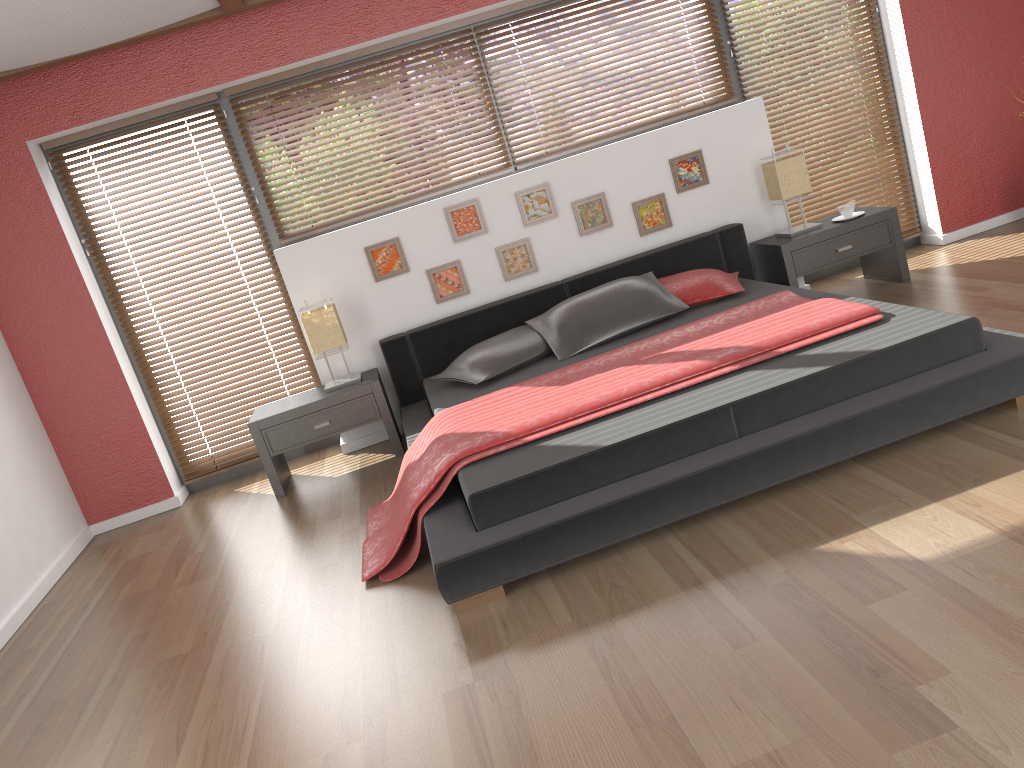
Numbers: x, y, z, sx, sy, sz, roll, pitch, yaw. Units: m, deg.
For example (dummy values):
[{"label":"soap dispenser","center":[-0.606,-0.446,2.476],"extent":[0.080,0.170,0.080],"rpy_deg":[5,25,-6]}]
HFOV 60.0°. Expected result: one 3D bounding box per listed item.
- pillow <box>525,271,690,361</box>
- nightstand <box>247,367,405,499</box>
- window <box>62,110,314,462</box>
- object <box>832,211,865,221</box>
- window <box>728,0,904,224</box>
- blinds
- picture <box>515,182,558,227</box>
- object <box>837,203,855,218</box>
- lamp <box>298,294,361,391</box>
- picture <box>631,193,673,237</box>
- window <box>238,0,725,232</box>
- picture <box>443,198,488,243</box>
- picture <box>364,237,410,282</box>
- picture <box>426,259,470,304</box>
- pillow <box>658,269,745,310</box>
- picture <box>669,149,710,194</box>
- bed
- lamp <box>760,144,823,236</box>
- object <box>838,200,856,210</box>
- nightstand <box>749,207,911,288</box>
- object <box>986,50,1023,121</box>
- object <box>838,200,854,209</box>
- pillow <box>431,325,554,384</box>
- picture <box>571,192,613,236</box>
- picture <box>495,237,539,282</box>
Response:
[{"label":"pillow","center":[0.470,-0.366,4.476],"extent":[0.744,0.241,0.386],"rpy_deg":[-20,13,-10]},{"label":"nightstand","center":[-0.987,0.253,4.777],"extent":[0.700,0.423,0.413],"rpy_deg":[-19,13,-6]},{"label":"window","center":[-1.794,-0.535,5.107],"extent":[0.889,1.893,0.020],"rpy_deg":[-19,13,-6]},{"label":"object","center":[1.892,-0.939,4.990],"extent":[0.179,0.012,0.179],"rpy_deg":[-13,14,19]},{"label":"window","center":[1.880,-1.788,5.502],"extent":[0.889,1.893,0.020],"rpy_deg":[-19,13,-6]},{"label":"blinds","center":[0.063,-1.115,5.246],"extent":[4.840,1.952,0.032],"rpy_deg":[-19,13,-6]},{"label":"picture","center":[0.138,-1.007,4.985],"extent":[0.200,0.200,0.010],"rpy_deg":[-19,13,-6]},{"label":"object","center":[1.883,-0.970,4.983],"extent":[0.099,0.069,0.099],"rpy_deg":[-13,14,19]},{"label":"lamp","center":[-0.979,-0.234,4.727],"extent":[0.200,0.480,0.200],"rpy_deg":[-19,13,-6]},{"label":"picture","center":[0.808,-0.975,5.106],"extent":[0.200,0.200,0.010],"rpy_deg":[-19,13,-6]},{"label":"window","center":[-0.114,-1.666,5.181],"extent":[2.817,0.786,0.020],"rpy_deg":[-19,13,-6]},{"label":"picture","center":[-0.256,-0.909,4.935],"extent":[0.200,0.200,0.010],"rpy_deg":[-19,13,-6]},{"label":"picture","center":[-0.691,-0.687,4.903],"extent":[0.200,0.200,0.010],"rpy_deg":[-19,13,-6]},{"label":"picture","center":[-0.359,-0.573,4.982],"extent":[0.200,0.200,0.010],"rpy_deg":[-19,13,-6]},{"label":"pillow","center":[0.837,-0.472,4.664],"extent":[0.745,0.172,0.418],"rpy_deg":[-14,13,13]},{"label":"picture","center":[1.018,-1.220,5.096],"extent":[0.200,0.200,0.010],"rpy_deg":[-19,13,-6]},{"label":"bed","center":[0.424,-0.066,3.927],"extent":[2.469,0.577,2.413],"rpy_deg":[-19,13,-6]},{"label":"lamp","center":[1.562,-1.101,5.001],"extent":[0.200,0.480,0.200],"rpy_deg":[-19,13,-6]},{"label":"object","center":[1.871,-1.001,4.958],"extent":[0.192,0.007,0.007],"rpy_deg":[-27,16,-35]},{"label":"nightstand","center":[1.815,-0.703,5.079],"extent":[0.700,0.423,0.413],"rpy_deg":[-19,13,-6]},{"label":"object","center":[2.956,-1.378,5.023],"extent":[0.422,1.035,0.364],"rpy_deg":[-25,15,-30]},{"label":"object","center":[1.875,-1.008,4.980],"extent":[0.007,0.007,0.192],"rpy_deg":[-3,19,47]},{"label":"pillow","center":[-0.012,-0.169,4.519],"extent":[0.745,0.172,0.418],"rpy_deg":[-25,15,-30]},{"label":"picture","center":[0.457,-0.966,5.048],"extent":[0.200,0.200,0.010],"rpy_deg":[-19,13,-6]},{"label":"picture","center":[0.029,-0.704,5.023],"extent":[0.200,0.200,0.010],"rpy_deg":[-19,13,-6]}]
